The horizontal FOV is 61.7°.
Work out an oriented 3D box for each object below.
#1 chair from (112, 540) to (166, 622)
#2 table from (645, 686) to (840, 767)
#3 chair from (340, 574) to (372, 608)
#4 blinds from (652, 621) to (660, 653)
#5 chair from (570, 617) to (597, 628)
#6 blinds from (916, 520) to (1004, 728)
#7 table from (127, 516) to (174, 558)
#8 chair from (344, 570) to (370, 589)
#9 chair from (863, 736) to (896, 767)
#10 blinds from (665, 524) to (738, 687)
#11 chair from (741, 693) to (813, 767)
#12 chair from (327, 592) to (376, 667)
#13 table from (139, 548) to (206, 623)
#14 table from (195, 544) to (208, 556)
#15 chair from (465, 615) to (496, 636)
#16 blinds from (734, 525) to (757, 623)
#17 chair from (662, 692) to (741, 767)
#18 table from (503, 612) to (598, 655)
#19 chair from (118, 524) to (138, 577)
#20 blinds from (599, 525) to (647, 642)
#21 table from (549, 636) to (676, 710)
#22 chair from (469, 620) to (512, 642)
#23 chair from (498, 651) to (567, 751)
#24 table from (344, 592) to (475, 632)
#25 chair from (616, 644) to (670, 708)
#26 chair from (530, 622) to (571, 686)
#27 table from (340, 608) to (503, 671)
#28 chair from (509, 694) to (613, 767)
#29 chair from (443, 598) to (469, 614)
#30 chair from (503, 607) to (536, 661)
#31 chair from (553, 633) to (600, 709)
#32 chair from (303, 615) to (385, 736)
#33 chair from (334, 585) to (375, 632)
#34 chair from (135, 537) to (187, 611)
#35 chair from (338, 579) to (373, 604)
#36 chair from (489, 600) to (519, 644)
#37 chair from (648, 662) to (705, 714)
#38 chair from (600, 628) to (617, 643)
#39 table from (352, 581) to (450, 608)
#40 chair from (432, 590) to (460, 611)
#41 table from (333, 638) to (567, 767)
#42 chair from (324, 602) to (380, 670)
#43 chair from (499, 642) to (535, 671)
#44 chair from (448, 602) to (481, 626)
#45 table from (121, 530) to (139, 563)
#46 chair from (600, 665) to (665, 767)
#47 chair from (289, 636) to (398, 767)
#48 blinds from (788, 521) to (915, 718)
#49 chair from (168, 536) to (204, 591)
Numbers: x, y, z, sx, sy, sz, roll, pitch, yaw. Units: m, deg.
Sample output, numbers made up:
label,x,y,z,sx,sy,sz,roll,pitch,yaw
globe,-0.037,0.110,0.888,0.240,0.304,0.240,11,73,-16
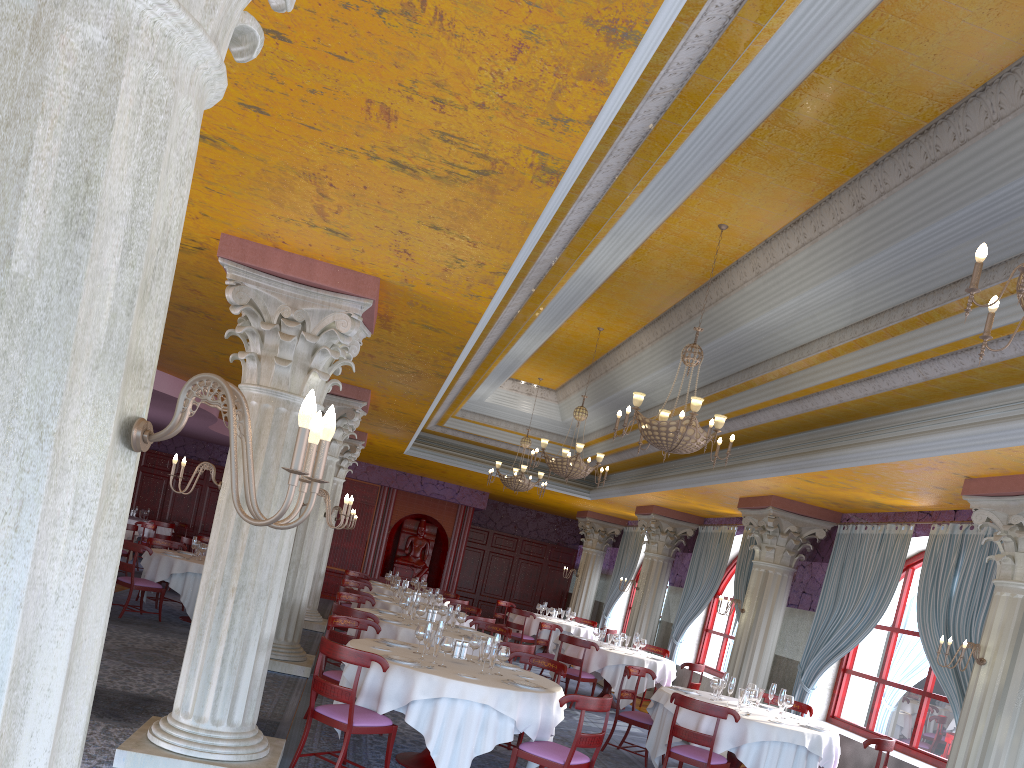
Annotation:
label,x,y,z,sx,sy,sz,roll,pitch,yaw
chair,-5.364,2.821,12.291,0.728,1.096,0.665,12,-1,36
table,2.526,4.113,9.608,2.100,0.954,2.105,14,-9,-8
chair,-2.941,4.192,16.171,0.728,1.096,0.665,12,-1,36
blinds,2.851,4.709,18.277,0.247,3.536,1.683,12,0,-9
chair,1.523,6.054,20.166,0.728,1.096,0.665,12,-1,36
blinds,4.508,3.126,8.960,0.247,3.536,1.683,12,0,-9
table,-9.699,3.838,21.575,2.100,0.954,2.105,14,-9,-8
chair,-3.242,4.481,17.868,0.628,1.095,0.771,12,-2,36
chair,3.522,4.143,8.919,0.628,1.095,0.771,12,-2,36
blinds,3.320,4.261,15.641,0.246,3.536,1.688,12,0,-7
chair,3.221,4.431,10.616,0.728,1.096,0.665,12,-1,36
chair,-2.131,3.418,11.617,0.628,1.095,0.771,12,-2,36
table,-4.698,3.241,13.311,2.100,0.954,2.105,14,-9,-8
table,-5.441,3.952,17.490,2.100,0.954,2.105,14,-9,-8
chair,-0.701,4.089,13.250,0.628,1.095,0.771,12,-2,36
blinds,3.670,3.927,13.672,0.247,3.536,1.683,12,0,-9
chair,1.861,3.693,8.588,0.728,1.096,0.665,12,-1,36
table,0.828,5.736,19.158,2.100,0.954,2.105,14,-9,-8
chair,-7.709,3.178,16.529,0.628,1.095,0.771,12,-2,36
blinds,2.501,5.044,20.246,0.246,3.536,1.688,12,0,-7
table,1.662,4.939,14.468,2.100,0.954,2.105,14,-9,-8
chair,-0.469,3.868,11.948,0.728,1.096,0.665,12,-1,36
chair,0.090,3.333,8.802,0.728,1.096,0.665,12,-1,36
table,-1.697,4.060,13.939,2.100,0.954,2.105,14,-9,-8
chair,2.357,5.257,15.477,0.728,1.096,0.665,12,-1,36
chair,0.695,4.807,15.146,0.628,1.095,0.771,12,-2,36
table,-1.164,3.550,10.939,2.100,0.954,2.105,14,-9,-8
chair,0.392,3.045,7.104,0.628,1.095,0.771,12,-2,36
chair,-1.279,4.642,16.502,0.628,1.095,0.771,12,-2,36
chair,0.163,5.316,18.138,0.728,1.096,0.665,12,-1,36
chair,0.997,4.519,13.448,0.728,1.096,0.665,12,-1,36
chair,-1.572,2.884,8.471,0.628,1.095,0.771,12,-2,36
chair,-2.363,3.640,12.919,0.728,1.096,0.665,12,-1,36
chair,-5.665,3.110,13.988,0.628,1.095,0.771,12,-2,36
chair,-2.664,3.928,14.616,0.628,1.095,0.771,12,-2,36
chair,-0.139,5.604,19.835,0.628,1.095,0.771,12,-2,36
chair,2.658,4.968,13.779,0.628,1.095,0.771,12,-2,36
chair,1.825,5.765,18.469,0.628,1.095,0.771,12,-2,36
table,-2.275,4.612,17.191,2.100,0.954,2.105,14,-9,-8
chair,-1.581,4.930,18.199,0.728,1.096,0.665,12,-1,36
table,-0.605,3.015,7.793,2.100,0.954,2.105,14,-9,-8
chair,-1.829,3.130,9.919,0.728,1.096,0.665,12,-1,36
chair,-0.167,3.580,10.250,0.628,1.095,0.771,12,-2,36
chair,-1.002,4.378,14.947,0.728,1.096,0.665,12,-1,36
table,-8.705,3.148,17.218,2.100,0.954,2.105,14,-9,-8
chair,1.559,3.981,10.285,0.628,1.095,0.771,12,-2,36
chair,-1.270,2.595,6.773,0.728,1.096,0.665,12,-1,36
blinds,4.158,3.461,10.929,0.246,3.536,1.688,12,0,-7
chair,-6.107,3.531,16.470,0.728,1.096,0.665,12,-1,36
